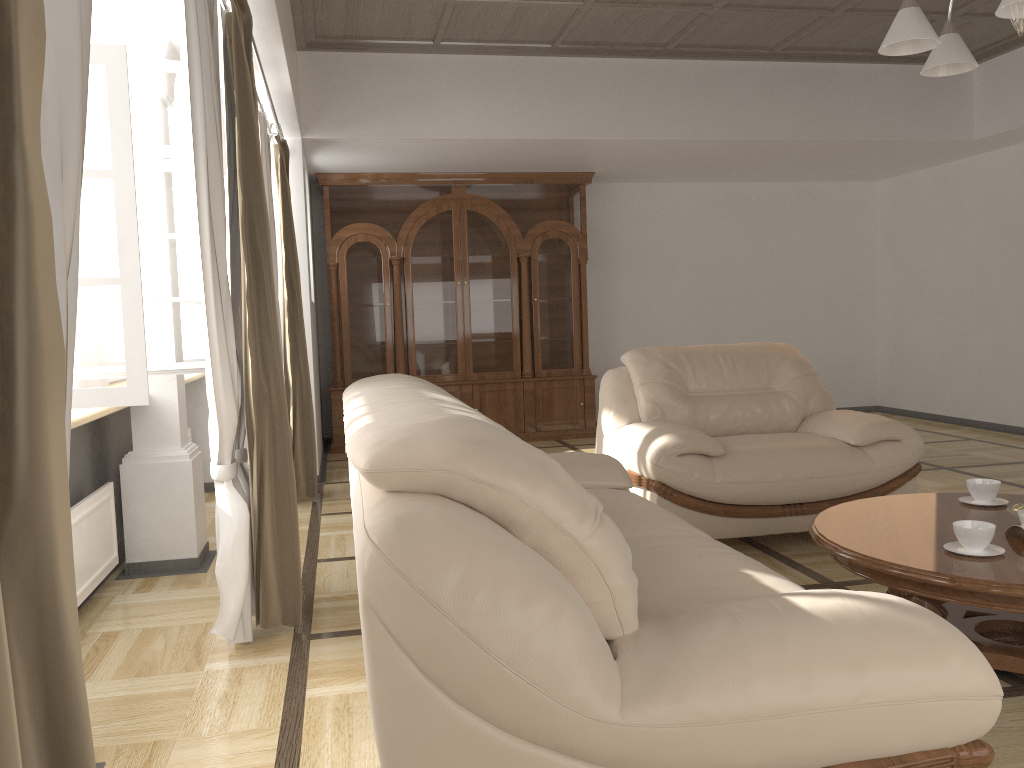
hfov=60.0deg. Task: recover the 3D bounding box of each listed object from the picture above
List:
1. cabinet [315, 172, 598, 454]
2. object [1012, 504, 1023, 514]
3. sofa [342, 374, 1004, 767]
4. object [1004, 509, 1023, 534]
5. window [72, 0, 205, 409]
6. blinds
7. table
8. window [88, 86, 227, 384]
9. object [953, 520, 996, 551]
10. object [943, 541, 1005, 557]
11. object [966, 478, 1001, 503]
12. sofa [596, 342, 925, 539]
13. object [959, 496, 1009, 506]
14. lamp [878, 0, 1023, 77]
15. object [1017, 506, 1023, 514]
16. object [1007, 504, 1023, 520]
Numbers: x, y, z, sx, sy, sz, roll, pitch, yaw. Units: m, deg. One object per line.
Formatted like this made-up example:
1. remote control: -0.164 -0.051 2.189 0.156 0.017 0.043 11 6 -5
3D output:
1. cabinet: -0.453 -0.639 7.763 2.360 2.298 0.587 -3 4 -11
2. object: 1.555 0.386 2.716 0.041 0.039 0.039 1 5 38
3. sofa: 0.103 0.444 2.364 1.051 0.900 2.135 -3 4 -11
4. object: 1.484 0.377 2.498 0.104 0.133 0.178 -2 4 4
5. window: -1.520 -0.649 2.978 0.784 1.500 1.759 -3 4 -12
6. blinds: -0.914 -0.276 3.033 0.285 2.294 5.765 -3 4 -11
7. table: 1.500 0.629 2.638 1.167 0.392 1.169 -3 4 -15
8. window: -1.890 -0.781 4.928 0.782 1.500 1.653 -3 4 -11
9. object: 1.254 0.418 2.417 0.114 0.071 0.105 1 5 39
10. object: 1.259 0.452 2.417 0.150 0.010 0.150 -4 5 -25
11. object: 1.596 0.363 2.992 0.114 0.071 0.105 -2 4 4
12. sofa: 1.135 0.260 4.359 1.318 0.900 1.052 -3 4 -11
13. object: 1.592 0.398 2.995 0.150 0.010 0.150 -4 5 -21
14. lamp: 1.419 -1.523 2.504 0.741 1.094 0.713 -3 4 -11
15. object: 1.546 0.389 2.678 0.040 0.040 0.038 -5 5 -32
16. object: 1.628 0.405 2.685 0.227 0.039 0.227 -1 4 14
